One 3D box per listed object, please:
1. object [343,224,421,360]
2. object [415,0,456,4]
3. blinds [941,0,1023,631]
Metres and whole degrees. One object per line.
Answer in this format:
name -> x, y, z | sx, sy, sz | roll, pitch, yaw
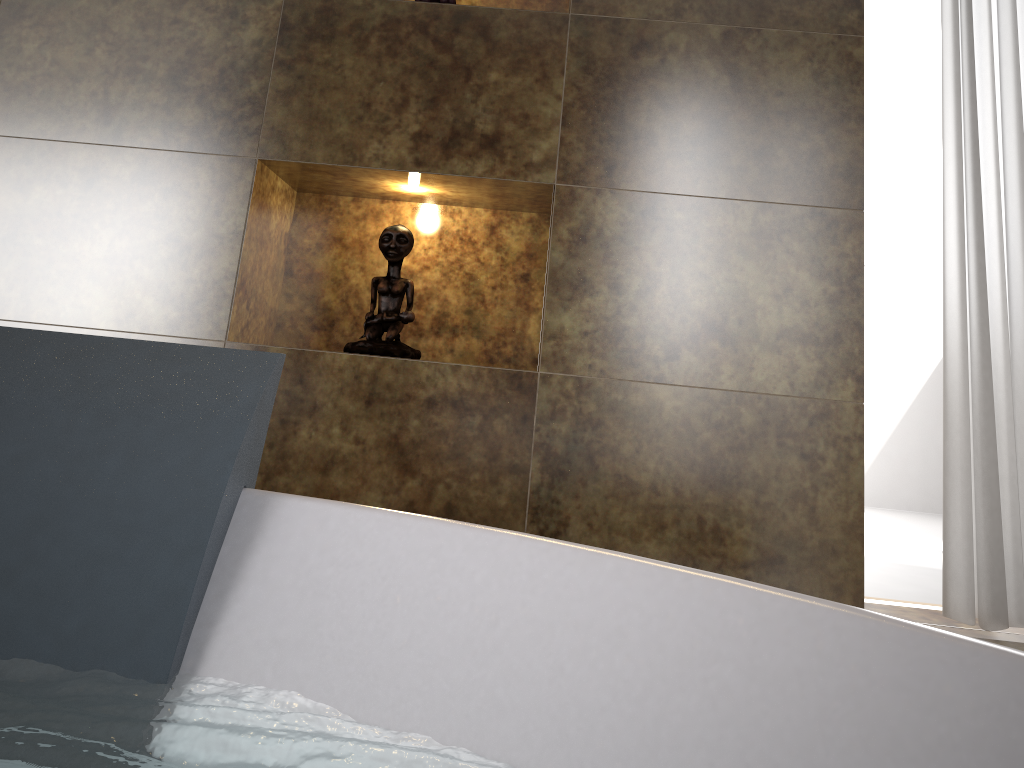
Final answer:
object -> -0.240, -0.190, 1.713 | 0.152, 0.283, 0.146 | 5, -10, 2
object -> -0.147, -0.921, 1.886 | 0.112, 0.294, 0.167 | 5, -10, 2
blinds -> 1.119, -0.720, 1.676 | 0.604, 2.355, 0.064 | 5, -13, 2
